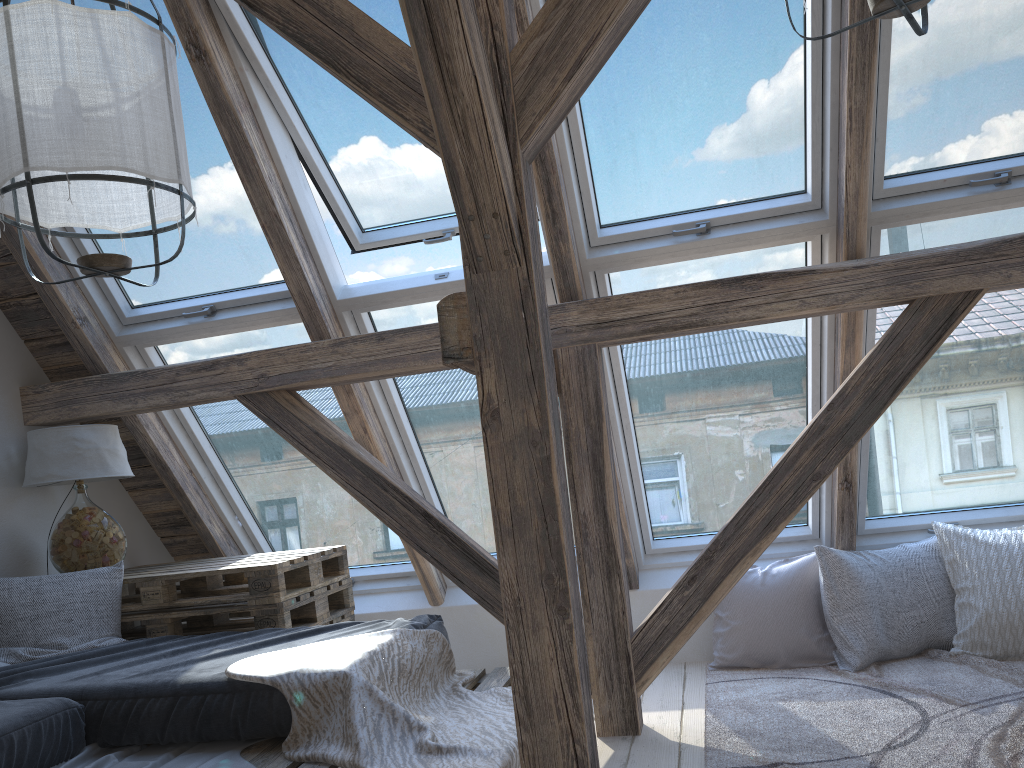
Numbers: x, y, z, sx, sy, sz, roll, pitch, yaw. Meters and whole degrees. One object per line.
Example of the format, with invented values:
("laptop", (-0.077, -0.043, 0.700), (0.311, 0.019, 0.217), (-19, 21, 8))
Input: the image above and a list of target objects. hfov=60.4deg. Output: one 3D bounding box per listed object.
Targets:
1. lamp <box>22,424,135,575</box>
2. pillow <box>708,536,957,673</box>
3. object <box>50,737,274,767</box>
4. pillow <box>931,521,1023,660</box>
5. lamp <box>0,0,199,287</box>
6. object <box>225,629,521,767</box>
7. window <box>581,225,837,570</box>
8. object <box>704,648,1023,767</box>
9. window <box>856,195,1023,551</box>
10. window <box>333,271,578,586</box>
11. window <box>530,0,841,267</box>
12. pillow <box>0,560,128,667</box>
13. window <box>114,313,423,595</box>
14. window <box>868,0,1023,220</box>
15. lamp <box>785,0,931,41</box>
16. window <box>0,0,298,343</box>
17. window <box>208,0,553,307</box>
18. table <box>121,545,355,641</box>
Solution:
("lamp", (-1.817, 0.835, 3.368), (0.822, 1.285, 0.389), (-7, 1, -2))
("pillow", (1.357, 0.908, 3.610), (1.134, 0.525, 0.435), (-7, -1, 5))
("object", (-0.939, 1.084, 2.259), (0.707, 0.277, 0.507), (-6, -4, -4))
("pillow", (2.313, 0.739, 3.372), (1.276, 0.563, 0.467), (-8, -2, 13))
("lamp", (-0.959, -0.987, 1.875), (0.397, 1.518, 0.410), (-7, 1, -37))
("object", (-0.147, 0.920, 2.357), (1.018, 0.473, 0.806), (-10, -5, 42))
("window", (0.823, 0.129, 3.493), (0.858, 1.276, 1.095), (-7, -2, 12))
("object", (2.152, 0.904, 2.430), (3.196, 0.056, 2.190), (-8, -6, 12))
("window", (1.717, 0.007, 3.297), (0.858, 1.276, 1.095), (-7, -2, 12))
("window", (-0.071, 0.251, 3.690), (0.858, 1.276, 1.095), (-7, -2, 12))
("window", (0.479, -1.127, 2.489), (0.858, 1.276, 1.095), (-7, -2, 12))
("pillow", (-1.727, 0.755, 2.880), (0.389, 0.398, 0.965), (-8, -5, 28))
("window", (-0.964, 0.373, 3.886), (0.858, 1.276, 1.095), (-7, -2, 12))
("window", (1.373, -1.249, 2.293), (0.858, 1.276, 1.095), (-7, -2, 12))
("lamp", (0.613, -1.306, 1.526), (0.399, 1.305, 0.408), (-7, 1, -12))
("window", (-1.308, -0.882, 2.881), (0.858, 1.276, 1.095), (-7, -2, 12))
("window", (-0.405, -1.001, 2.730), (0.858, 1.275, 1.349), (-7, -2, 12))
("table", (-1.224, 1.083, 3.577), (1.019, 0.702, 0.674), (-7, -2, 12))
